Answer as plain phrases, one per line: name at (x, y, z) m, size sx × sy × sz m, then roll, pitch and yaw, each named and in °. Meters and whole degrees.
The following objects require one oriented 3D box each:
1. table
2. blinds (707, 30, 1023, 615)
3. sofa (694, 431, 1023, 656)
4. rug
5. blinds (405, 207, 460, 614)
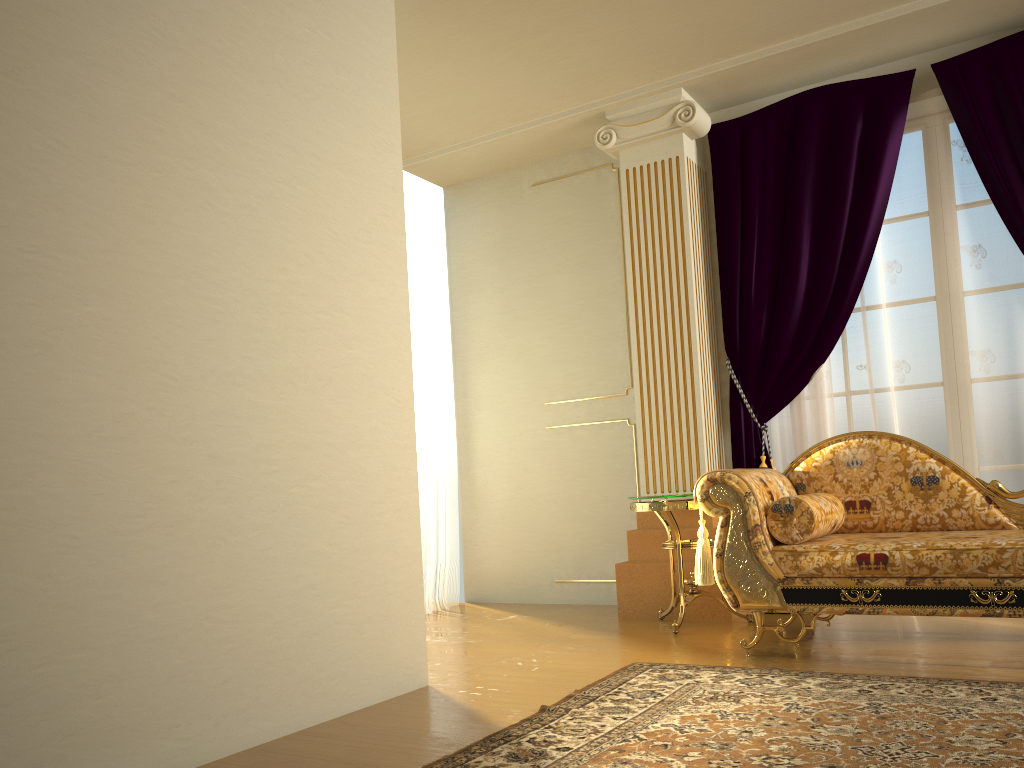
table at (0.865, 0.850, 4.268) m, size 0.571 × 0.640 × 0.575 m, roll -2°, pitch -5°, yaw -14°
blinds at (2.075, -0.230, 4.214) m, size 2.242 × 2.640 × 0.339 m, roll -6°, pitch -4°, yaw 32°
sofa at (1.679, 0.566, 3.306) m, size 1.899 × 0.867 × 0.695 m, roll -7°, pitch -6°, yaw 31°
rug at (0.580, 0.835, 1.579) m, size 2.124 × 0.017 × 3.087 m, roll -8°, pitch -8°, yaw 31°
blinds at (-0.906, 0.088, 4.831) m, size 0.164 × 2.493 × 2.170 m, roll -5°, pitch -5°, yaw 33°
